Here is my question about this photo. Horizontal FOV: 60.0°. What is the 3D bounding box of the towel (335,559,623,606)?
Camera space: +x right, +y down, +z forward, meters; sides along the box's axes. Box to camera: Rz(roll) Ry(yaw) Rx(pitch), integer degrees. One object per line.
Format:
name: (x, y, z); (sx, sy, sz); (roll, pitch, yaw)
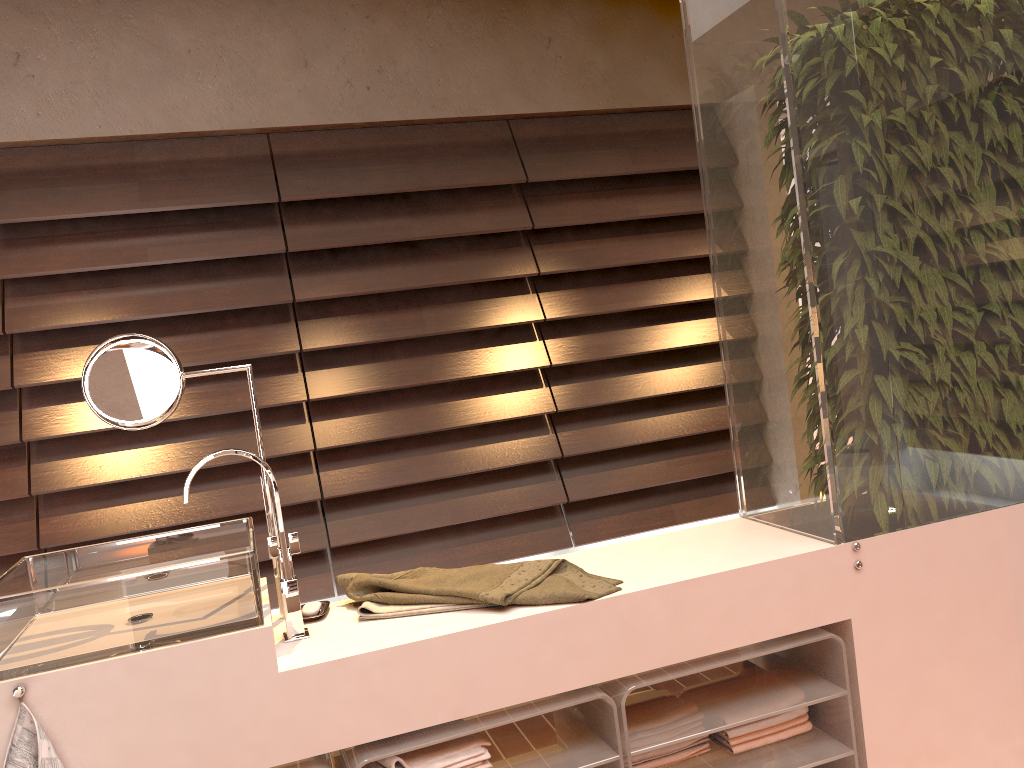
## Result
towel: (-0.062, 0.380, 1.750); (0.571, 0.057, 0.258); (-6, 3, 25)

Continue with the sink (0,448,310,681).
sink: (-0.619, 0.312, 1.543); (0.486, 0.357, 0.340); (-8, 3, -17)

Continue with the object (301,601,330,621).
object: (-0.390, 0.447, 1.736); (0.065, 0.011, 0.108); (-8, 3, -3)

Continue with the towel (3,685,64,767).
towel: (-0.694, 0.747, 1.294); (0.252, 0.598, 0.121); (-9, 4, -33)

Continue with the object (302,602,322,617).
object: (-0.392, 0.440, 1.735); (0.035, 0.016, 0.066); (-8, 3, -5)

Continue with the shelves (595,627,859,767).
shelves: (0.401, 0.736, 1.872); (0.487, 0.436, 0.368); (-8, 3, -17)

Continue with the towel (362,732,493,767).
towel: (-0.167, 0.676, 1.615); (0.221, 0.098, 0.220); (-9, 4, -28)

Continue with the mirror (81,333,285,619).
mirror: (-0.633, 0.187, 1.721); (0.316, 0.589, 0.074); (-8, 3, -14)

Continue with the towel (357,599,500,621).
towel: (-0.093, 0.400, 1.738); (0.394, 0.027, 0.202); (-7, 3, 3)

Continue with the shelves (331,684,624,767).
shelves: (-0.065, 0.806, 1.699); (0.487, 0.436, 0.368); (-8, 3, -19)

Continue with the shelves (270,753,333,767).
shelves: (-0.551, 0.876, 1.584); (0.487, 0.436, 0.368); (-8, 3, -17)

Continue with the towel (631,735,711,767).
towel: (0.281, 0.725, 1.893); (0.220, 0.098, 0.221); (-8, 3, -18)

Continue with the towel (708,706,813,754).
towel: (0.497, 0.695, 1.927); (0.221, 0.098, 0.220); (-8, 3, -18)

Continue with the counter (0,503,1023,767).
counter: (0.590, 0.583, 1.917); (2.931, 0.686, 0.350); (-8, 3, -17)
